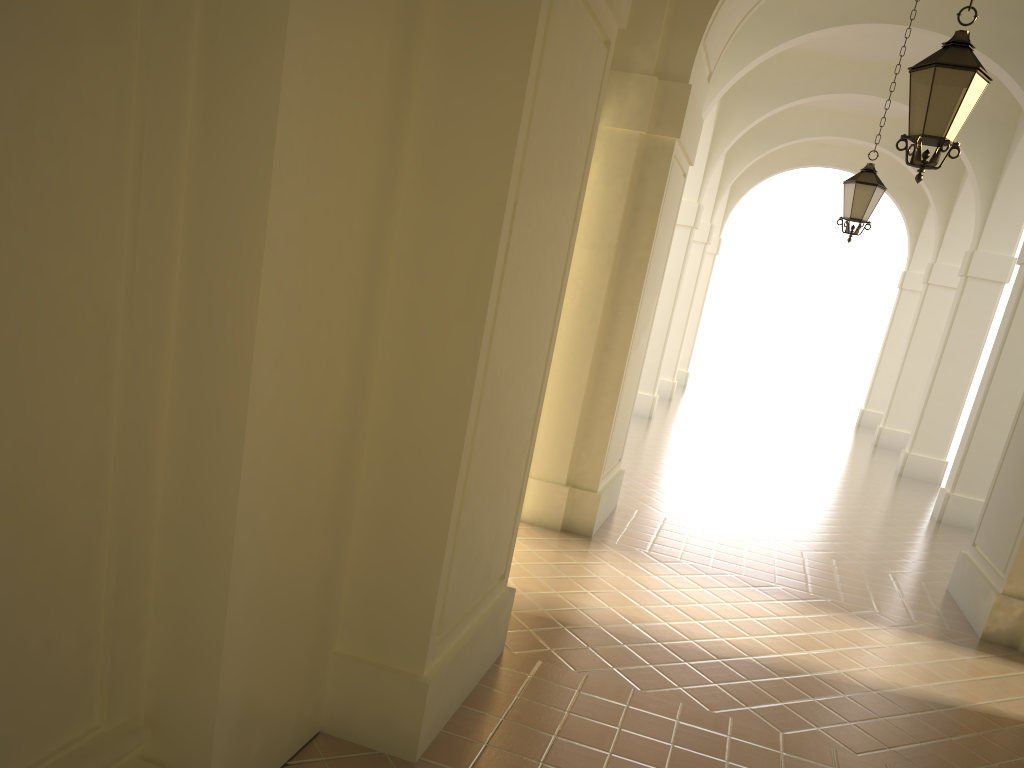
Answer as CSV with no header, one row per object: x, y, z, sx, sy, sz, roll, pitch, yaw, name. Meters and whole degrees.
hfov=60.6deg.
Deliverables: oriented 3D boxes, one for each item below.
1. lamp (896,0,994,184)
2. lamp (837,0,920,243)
2.926,-2.924,5.197,0.444,3.445,0.487,6,16,-16,lamp
4.298,-3.301,9.925,0.506,3.445,0.428,14,16,13,lamp
